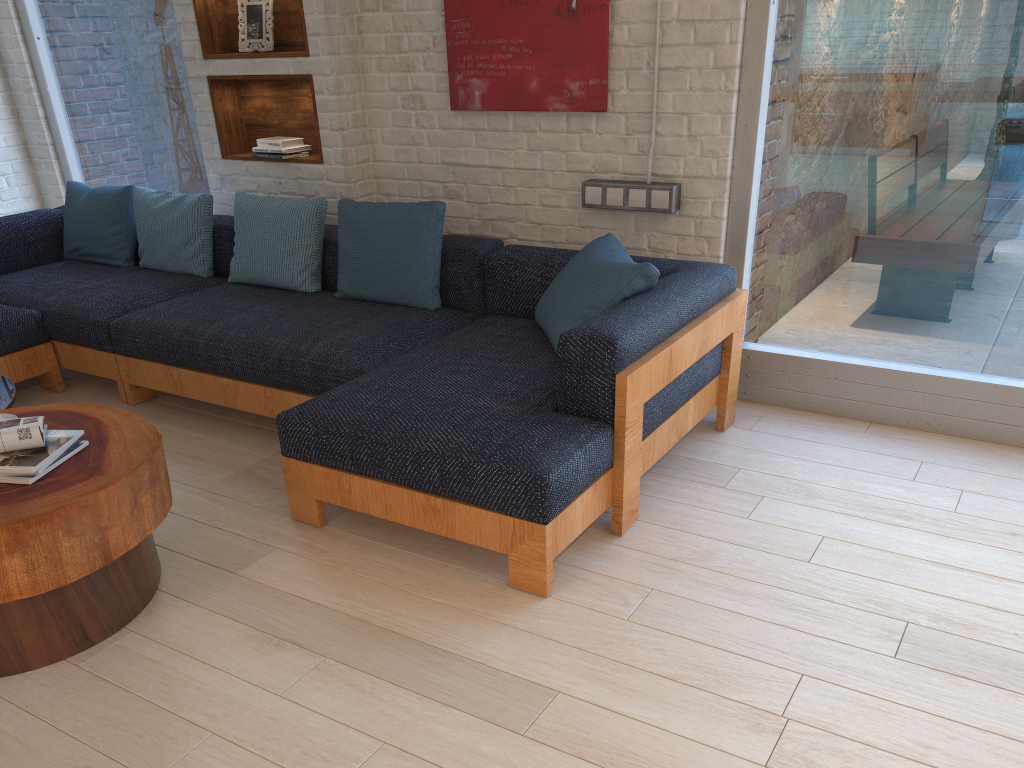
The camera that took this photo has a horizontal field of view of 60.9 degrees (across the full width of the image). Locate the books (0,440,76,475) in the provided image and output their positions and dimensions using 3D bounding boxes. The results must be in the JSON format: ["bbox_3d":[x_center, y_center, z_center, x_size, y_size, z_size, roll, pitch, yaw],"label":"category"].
[{"bbox_3d":[-1.366,0.185,2.340,0.318,0.012,0.234,-2,22,2],"label":"books"}]

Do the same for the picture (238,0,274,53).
[{"bbox_3d":[-1.181,-1.676,4.046,0.192,0.262,0.095,8,29,20],"label":"picture"}]

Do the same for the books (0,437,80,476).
[{"bbox_3d":[-1.378,0.190,2.358,0.318,0.012,0.234,-2,22,2],"label":"books"}]

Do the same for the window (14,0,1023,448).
[{"bbox_3d":[2.496,-2.761,1.507,12.121,6.887,0.610,11,31,28],"label":"window"}]

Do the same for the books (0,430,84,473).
[{"bbox_3d":[-1.360,0.176,2.330,0.318,0.012,0.234,0,22,6],"label":"books"}]

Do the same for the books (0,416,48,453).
[{"bbox_3d":[-1.434,0.155,2.352,0.317,0.117,0.257,-12,25,-22],"label":"books"}]

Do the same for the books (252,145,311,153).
[{"bbox_3d":[-1.119,-1.148,4.247,0.232,0.020,0.162,12,26,31],"label":"books"}]

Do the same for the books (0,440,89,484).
[{"bbox_3d":[-1.363,0.202,2.358,0.318,0.012,0.235,2,23,11],"label":"books"}]

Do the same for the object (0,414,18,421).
[{"bbox_3d":[-1.556,0.100,2.575,0.174,0.060,0.137,6,25,20],"label":"object"}]

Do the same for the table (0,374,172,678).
[{"bbox_3d":[-1.862,0.370,2.660,1.787,0.481,1.025,14,28,34],"label":"table"}]

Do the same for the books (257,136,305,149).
[{"bbox_3d":[-1.125,-1.174,4.238,0.200,0.036,0.127,16,29,38],"label":"books"}]

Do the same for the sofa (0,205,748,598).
[{"bbox_3d":[-1.329,-0.141,3.551,3.881,0.712,1.966,11,26,29],"label":"sofa"}]

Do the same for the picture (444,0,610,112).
[{"bbox_3d":[0.039,-1.582,3.363,0.731,1.029,0.018,12,31,27],"label":"picture"}]

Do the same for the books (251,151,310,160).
[{"bbox_3d":[-1.133,-1.122,4.261,0.245,0.018,0.155,16,29,38],"label":"books"}]

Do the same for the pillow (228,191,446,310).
[{"bbox_3d":[-0.794,-0.607,3.819,1.191,0.449,0.240,11,29,28],"label":"pillow"}]

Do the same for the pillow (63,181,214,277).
[{"bbox_3d":[-1.937,-0.798,4.470,1.088,0.429,0.229,10,29,27],"label":"pillow"}]

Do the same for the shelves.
[{"bbox_3d":[-1.144,-1.686,4.004,0.755,1.529,0.181,13,32,27],"label":"shelves"}]

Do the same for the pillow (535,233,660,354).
[{"bbox_3d":[0.297,-0.317,3.142,0.376,0.352,0.525,-5,24,-7],"label":"pillow"}]
